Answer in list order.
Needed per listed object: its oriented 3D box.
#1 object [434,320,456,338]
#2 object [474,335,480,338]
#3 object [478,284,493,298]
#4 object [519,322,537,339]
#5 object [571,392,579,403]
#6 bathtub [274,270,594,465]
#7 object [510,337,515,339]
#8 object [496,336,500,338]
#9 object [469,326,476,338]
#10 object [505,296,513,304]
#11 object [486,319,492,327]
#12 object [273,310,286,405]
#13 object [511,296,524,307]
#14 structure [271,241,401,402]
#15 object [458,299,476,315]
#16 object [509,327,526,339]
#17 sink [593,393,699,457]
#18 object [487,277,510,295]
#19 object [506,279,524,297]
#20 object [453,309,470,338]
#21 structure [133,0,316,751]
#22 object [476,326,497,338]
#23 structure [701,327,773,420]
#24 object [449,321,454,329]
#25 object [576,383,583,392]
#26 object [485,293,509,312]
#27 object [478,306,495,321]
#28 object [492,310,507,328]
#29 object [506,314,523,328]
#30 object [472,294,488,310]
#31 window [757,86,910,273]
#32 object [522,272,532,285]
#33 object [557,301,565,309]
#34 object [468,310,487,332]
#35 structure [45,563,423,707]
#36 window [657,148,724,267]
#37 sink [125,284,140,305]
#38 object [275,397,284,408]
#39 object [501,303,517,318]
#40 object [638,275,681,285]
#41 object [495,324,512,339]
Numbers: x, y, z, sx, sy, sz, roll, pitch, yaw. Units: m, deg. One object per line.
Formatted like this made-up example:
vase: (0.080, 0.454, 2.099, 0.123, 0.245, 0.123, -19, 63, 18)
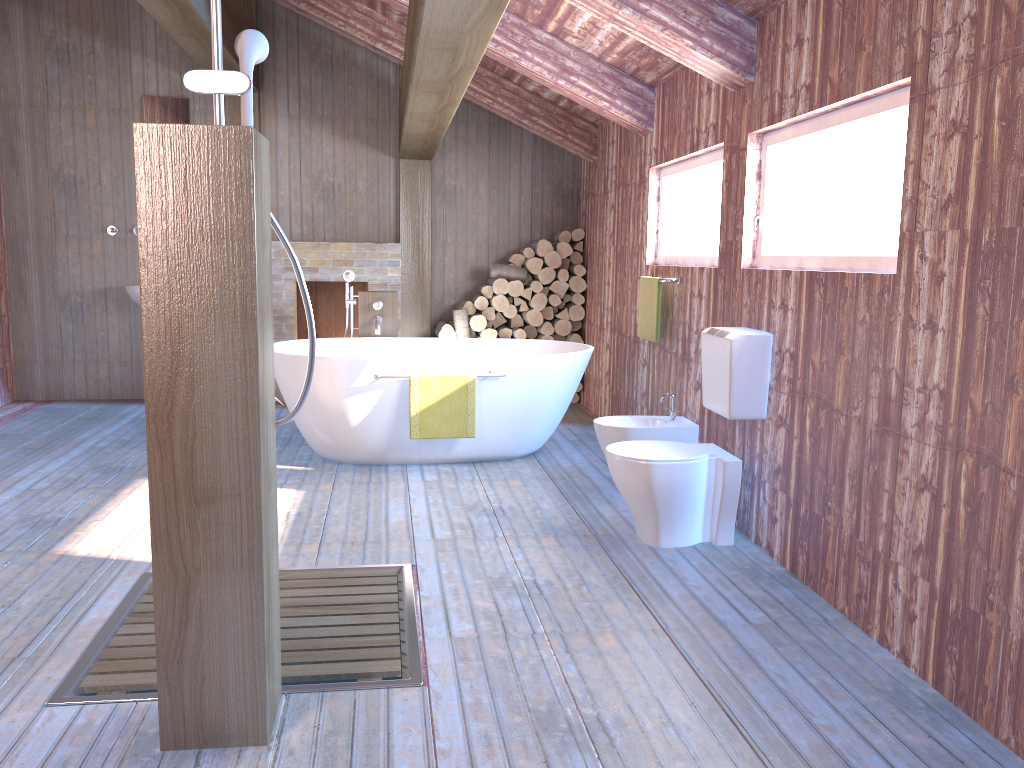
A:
object: (-0.554, -0.442, 7.300, 0.139, 0.137, 0.455, -1, 8, -10)
object: (-0.339, -0.325, 7.362, 0.155, 0.174, 0.483, -1, 8, -10)
object: (-0.212, -0.767, 7.300, 0.106, 0.112, 0.282, 0, 8, -7)
object: (0.128, -0.452, 7.487, 0.116, 0.118, 0.289, -1, 8, -10)
object: (0.482, 0.086, 7.571, 0.114, 0.113, 0.301, -1, 8, -10)
bathtub: (-0.505, -0.120, 5.414, 1.935, 1.109, 1.460, 3, 8, 14)
object: (-0.041, -0.348, 7.379, 0.086, 0.089, 0.279, -1, 8, -10)
object: (-0.132, -0.349, 7.360, 0.098, 0.100, 0.437, -1, 8, -10)
object: (-0.376, -0.438, 7.411, 0.121, 0.124, 0.291, 0, 8, -7)
object: (-0.033, -0.697, 7.311, 0.057, 0.061, 0.156, 0, 8, -9)
object: (-0.206, -0.509, 7.340, 0.064, 0.068, 0.174, 0, 8, -9)
object: (-2.000, -0.267, 7.045, 0.276, 0.888, 0.333, 6, 10, 33)
object: (0.040, -0.690, 7.338, 0.088, 0.092, 0.280, 0, 8, -7)
structure: (-1.484, -0.504, 7.330, 1.130, 1.330, 0.226, 0, 8, -8)
object: (-0.375, -0.636, 7.330, 0.114, 0.113, 0.301, -1, 8, -10)
object: (0.030, -0.428, 7.374, 0.098, 0.100, 0.437, -1, 8, -10)
sink: (0.676, 0.306, 4.611, 0.515, 0.517, 0.335, 0, 8, -7)
object: (-0.115, -0.814, 7.303, 0.135, 0.145, 0.439, 0, 8, -8)
object: (-0.001, -0.801, 7.321, 0.138, 0.147, 0.440, 0, 8, -8)
object: (-0.405, -0.456, 7.135, 0.147, 0.298, 0.109, 0, 8, -5)
structure: (-0.704, -0.221, 2.230, 0.328, 2.209, 0.522, 3, 8, 12)
object: (-0.215, -0.417, 7.358, 0.139, 0.148, 0.458, 0, 8, -8)
structure: (0.947, -0.053, 3.791, 0.182, 0.363, 0.358, 0, 8, -7)
object: (-0.475, -0.480, 7.405, 0.099, 0.093, 0.280, 0, 8, -7)
object: (0.503, -0.017, 7.504, 0.102, 0.109, 0.438, 0, 8, -8)
object: (-0.128, -0.677, 7.315, 0.141, 0.143, 0.437, -1, 8, -10)
object: (-0.211, -0.589, 7.327, 0.111, 0.113, 0.301, 0, 8, -9)
object: (-0.124, -0.551, 7.434, 0.128, 0.150, 0.323, 0, 8, -8)
object: (0.023, -0.537, 7.460, 0.104, 0.127, 0.321, 0, 8, -7)
object: (-0.264, -0.675, 7.291, 0.115, 0.123, 0.291, 0, 8, -7)
window: (1.190, -0.714, 3.296, 0.054, 0.587, 1.255, 0, 8, -7)
object: (0.088, -0.891, 7.417, 0.121, 0.124, 0.291, 0, 8, -7)
object: (0.392, -0.664, 7.382, 0.067, 0.069, 0.177, 0, 8, -8)
object: (-0.299, -0.523, 7.315, 0.138, 0.147, 0.440, 0, 8, -8)
structure: (-0.816, 0.804, 2.916, 1.000, 0.067, 1.000, 0, 8, -8)
window: (0.998, -0.933, 4.815, 0.054, 0.587, 1.255, 0, 8, -7)
sink: (-2.732, -0.402, 7.026, 0.582, 1.143, 0.475, 0, 8, -9)
object: (-1.916, -0.256, 6.994, 0.206, 0.871, 0.126, 6, 10, 34)
object: (-0.032, -0.613, 7.335, 0.115, 0.123, 0.291, 0, 8, -7)
object: (0.828, -0.598, 5.066, 0.091, 0.043, 0.581, 0, 8, -7)
object: (-0.072, -0.425, 7.365, 0.114, 0.120, 0.303, 0, 8, -7)
